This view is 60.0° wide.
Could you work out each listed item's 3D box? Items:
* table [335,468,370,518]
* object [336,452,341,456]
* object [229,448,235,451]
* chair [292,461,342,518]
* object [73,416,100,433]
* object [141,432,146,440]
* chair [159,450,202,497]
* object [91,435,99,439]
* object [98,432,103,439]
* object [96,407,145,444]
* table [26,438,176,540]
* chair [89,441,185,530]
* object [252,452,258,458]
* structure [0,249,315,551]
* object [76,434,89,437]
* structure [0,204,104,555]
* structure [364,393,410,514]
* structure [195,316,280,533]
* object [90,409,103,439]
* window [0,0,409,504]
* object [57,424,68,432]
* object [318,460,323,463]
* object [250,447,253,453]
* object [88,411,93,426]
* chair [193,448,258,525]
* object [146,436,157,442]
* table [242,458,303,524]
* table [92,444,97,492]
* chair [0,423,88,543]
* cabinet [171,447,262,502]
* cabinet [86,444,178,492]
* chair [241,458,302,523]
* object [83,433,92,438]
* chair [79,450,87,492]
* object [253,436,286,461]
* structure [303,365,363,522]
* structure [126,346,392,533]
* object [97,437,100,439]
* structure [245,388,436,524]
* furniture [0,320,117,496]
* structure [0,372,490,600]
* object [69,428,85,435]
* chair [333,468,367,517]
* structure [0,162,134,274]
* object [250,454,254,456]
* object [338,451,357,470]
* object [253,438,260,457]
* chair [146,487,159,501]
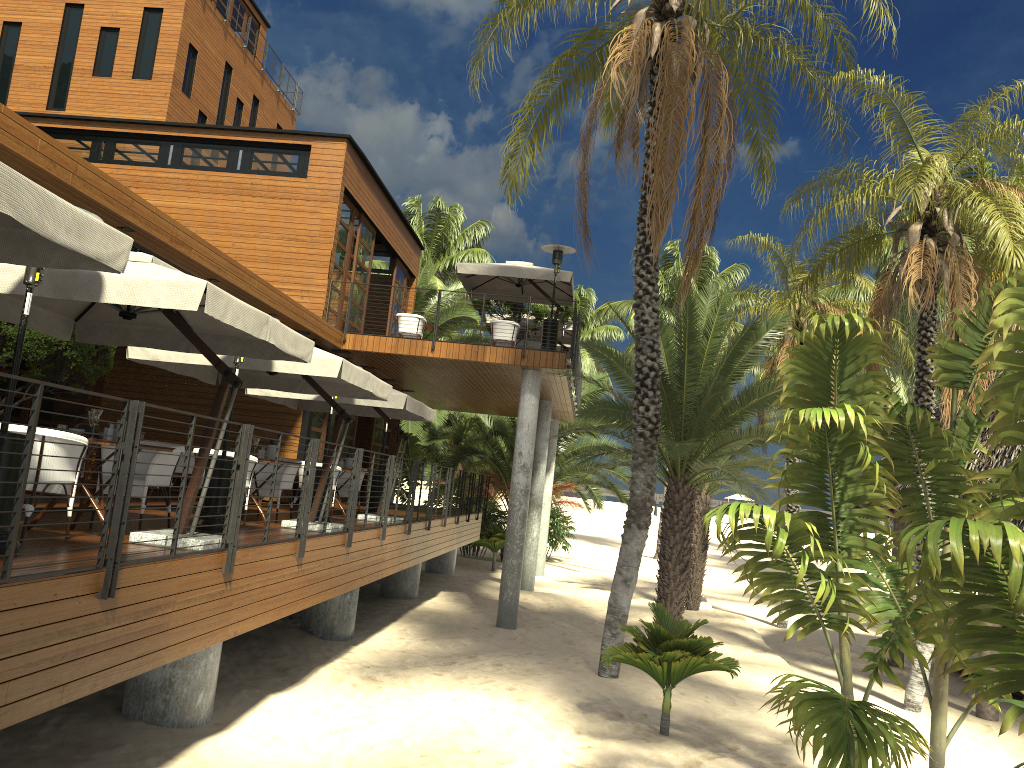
[{"bbox_3d":[-2.810,1.662,13.712,0.932,0.751,0.929,5,-7,6],"label":"table"},{"bbox_3d":[-2.663,1.161,13.551,0.082,0.227,0.082,5,-8,6],"label":"object"},{"bbox_3d":[-3.225,0.782,10.228,0.086,0.086,0.086,5,-7,10],"label":"object"},{"bbox_3d":[-2.897,1.553,13.020,0.627,0.790,0.615,5,-7,7],"label":"chair"},{"bbox_3d":[-3.438,0.345,7.126,0.163,0.179,0.167,5,-7,7],"label":"object"},{"bbox_3d":[-5.687,0.850,13.617,0.082,0.227,0.082,-1,-10,40],"label":"object"},{"bbox_3d":[-5.206,1.443,14.152,0.615,0.790,0.627,12,-9,-38],"label":"chair"},{"bbox_3d":[-3.436,0.435,7.289,0.080,0.042,0.080,11,-8,-33],"label":"object"},{"bbox_3d":[-3.337,0.433,7.282,0.116,0.065,0.115,6,-7,4],"label":"object"},{"bbox_3d":[-3.136,0.332,7.100,0.263,0.264,0.263,12,-9,-39],"label":"object"},{"bbox_3d":[-3.375,0.811,7.026,0.932,0.751,0.929,5,-7,6],"label":"table"},{"bbox_3d":[-3.307,0.900,7.869,0.627,0.790,0.615,5,-7,7],"label":"chair"},{"bbox_3d":[-3.057,0.856,10.604,0.116,0.065,0.115,6,-7,4],"label":"object"},{"bbox_3d":[-3.211,0.046,7.171,2.414,2.338,2.407,5,-7,6],"label":"structure"},{"bbox_3d":[-3.364,0.387,6.747,0.295,0.025,0.170,5,-7,6],"label":"object"},{"bbox_3d":[-3.067,-0.075,5.466,0.699,2.198,0.698,7,-8,-7],"label":"structure"},{"bbox_3d":[-2.233,1.182,15.344,0.699,2.198,0.698,7,-8,-7],"label":"structure"},{"bbox_3d":[-2.790,0.343,8.750,0.699,2.198,0.698,7,-8,-7],"label":"structure"},{"bbox_3d":[-3.228,0.309,6.862,0.082,0.227,0.082,5,-8,6],"label":"object"},{"bbox_3d":[-7.975,-7.046,18.530,14.477,18.007,38.354,8,-7,-17],"label":"window"},{"bbox_3d":[-3.506,0.359,6.905,0.086,0.086,0.086,5,-7,10],"label":"object"},{"bbox_3d":[-2.941,1.211,13.594,0.086,0.086,0.086,5,-7,6],"label":"object"},{"bbox_3d":[-3.158,0.768,10.448,0.163,0.179,0.167,5,-7,7],"label":"object"},{"bbox_3d":[-3.489,0.340,7.353,0.082,0.227,0.082,7,-8,-5],"label":"object"},{"bbox_3d":[-3.181,1.124,9.651,0.627,0.790,0.615,5,-7,7],"label":"chair"},{"bbox_3d":[-5.586,0.897,13.697,0.162,0.179,0.168,11,-9,-35],"label":"object"},{"bbox_3d":[-3.093,1.236,10.365,0.932,0.751,0.929,5,-7,6],"label":"table"},{"bbox_3d":[-6.005,1.321,13.676,1.166,0.751,1.163,5,-7,11],"label":"table"},{"bbox_3d":[-3.465,0.695,6.282,0.627,0.790,0.615,5,-7,7],"label":"chair"},{"bbox_3d":[-5.304,1.634,16.020,1.611,0.840,0.555,5,-7,6],"label":"cabinet"},{"bbox_3d":[-6.912,1.483,16.177,1.611,0.840,0.555,5,-7,6],"label":"cabinet"},{"bbox_3d":[-3.027,1.321,11.180,0.627,0.790,0.615,5,-7,7],"label":"chair"},{"bbox_3d":[-3.298,0.403,6.900,0.080,0.042,0.080,11,-8,-33],"label":"object"},{"bbox_3d":[-6.676,1.166,13.120,0.615,0.790,0.627,12,-9,-38],"label":"chair"},{"bbox_3d":[-2.855,0.755,10.423,0.263,0.264,0.263,12,-9,-39],"label":"object"},{"bbox_3d":[-2.511,0.762,12.043,0.699,2.198,0.698,7,-8,-7],"label":"structure"},{"bbox_3d":[-2.930,0.470,10.501,2.414,2.338,2.407,5,-7,6],"label":"structure"},{"bbox_3d":[-3.373,0.468,7.439,0.295,0.025,0.170,5,-7,6],"label":"object"},{"bbox_3d":[-2.649,0.894,13.831,2.414,2.338,2.407,5,-7,6],"label":"structure"},{"bbox_3d":[-6.733,0.019,11.584,2.615,2.729,2.688,6,-7,-4],"label":"furniture"},{"bbox_3d":[-1.829,1.435,11.256,0.163,1.156,26.199,5,-7,5],"label":"structure"},{"bbox_3d":[-3.396,0.382,6.910,0.116,0.065,0.115,6,-7,4],"label":"object"},{"bbox_3d":[-2.743,1.750,14.549,0.627,0.790,0.615,5,-7,7],"label":"chair"},{"bbox_3d":[-3.492,-0.377,3.842,2.414,2.338,2.407,5,-7,6],"label":"structure"},{"bbox_3d":[-3.018,0.826,10.222,0.080,0.042,0.080,11,-8,-33],"label":"object"},{"bbox_3d":[-2.571,1.183,13.789,0.263,0.264,0.263,12,-9,-39],"label":"object"},{"bbox_3d":[-2.947,0.732,10.184,0.082,0.227,0.082,5,-8,6],"label":"object"},{"bbox_3d":[-5.440,1.283,13.010,0.626,0.790,0.616,12,-9,-38],"label":"chair"}]
